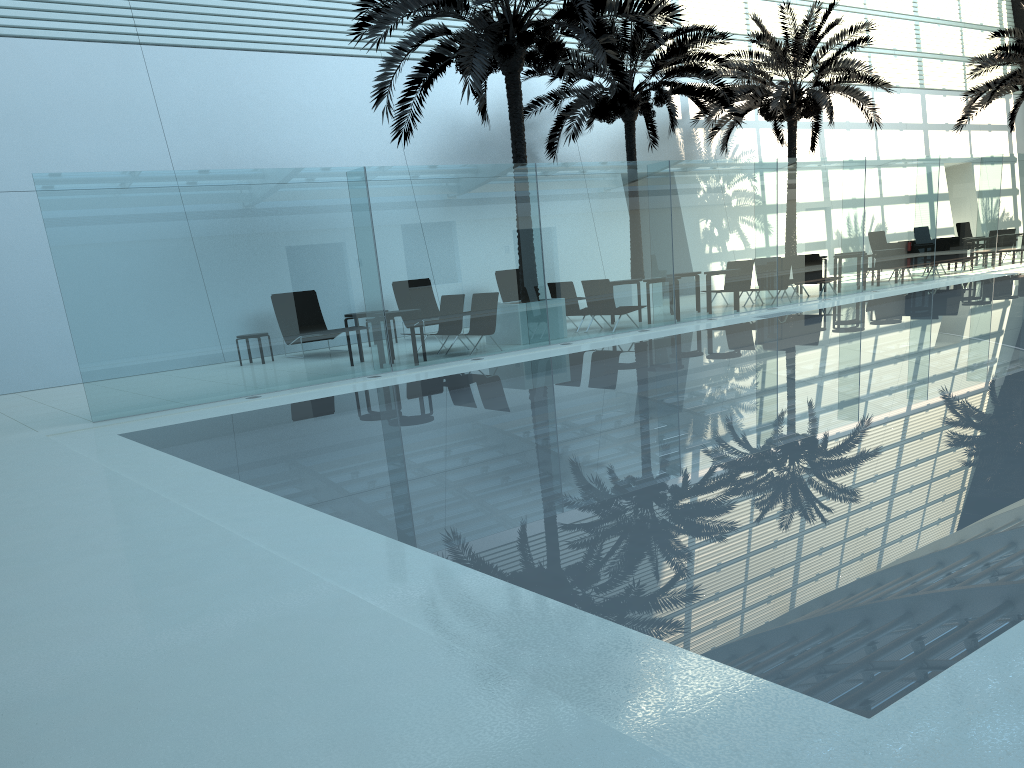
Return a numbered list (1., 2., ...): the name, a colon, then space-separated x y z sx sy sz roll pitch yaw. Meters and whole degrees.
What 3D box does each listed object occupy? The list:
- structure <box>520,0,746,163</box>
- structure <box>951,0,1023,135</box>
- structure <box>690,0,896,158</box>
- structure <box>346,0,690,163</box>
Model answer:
1. structure: 2.597 -5.167 19.444 4.617 7.118 4.119 4 17 32
2. structure: 15.236 -7.204 24.387 4.329 7.311 4.743 -18 19 -41
3. structure: 7.281 -6.144 22.913 4.640 7.182 4.096 -6 15 -2
4. structure: -0.103 -4.216 13.798 4.420 7.311 4.645 -10 15 -17
